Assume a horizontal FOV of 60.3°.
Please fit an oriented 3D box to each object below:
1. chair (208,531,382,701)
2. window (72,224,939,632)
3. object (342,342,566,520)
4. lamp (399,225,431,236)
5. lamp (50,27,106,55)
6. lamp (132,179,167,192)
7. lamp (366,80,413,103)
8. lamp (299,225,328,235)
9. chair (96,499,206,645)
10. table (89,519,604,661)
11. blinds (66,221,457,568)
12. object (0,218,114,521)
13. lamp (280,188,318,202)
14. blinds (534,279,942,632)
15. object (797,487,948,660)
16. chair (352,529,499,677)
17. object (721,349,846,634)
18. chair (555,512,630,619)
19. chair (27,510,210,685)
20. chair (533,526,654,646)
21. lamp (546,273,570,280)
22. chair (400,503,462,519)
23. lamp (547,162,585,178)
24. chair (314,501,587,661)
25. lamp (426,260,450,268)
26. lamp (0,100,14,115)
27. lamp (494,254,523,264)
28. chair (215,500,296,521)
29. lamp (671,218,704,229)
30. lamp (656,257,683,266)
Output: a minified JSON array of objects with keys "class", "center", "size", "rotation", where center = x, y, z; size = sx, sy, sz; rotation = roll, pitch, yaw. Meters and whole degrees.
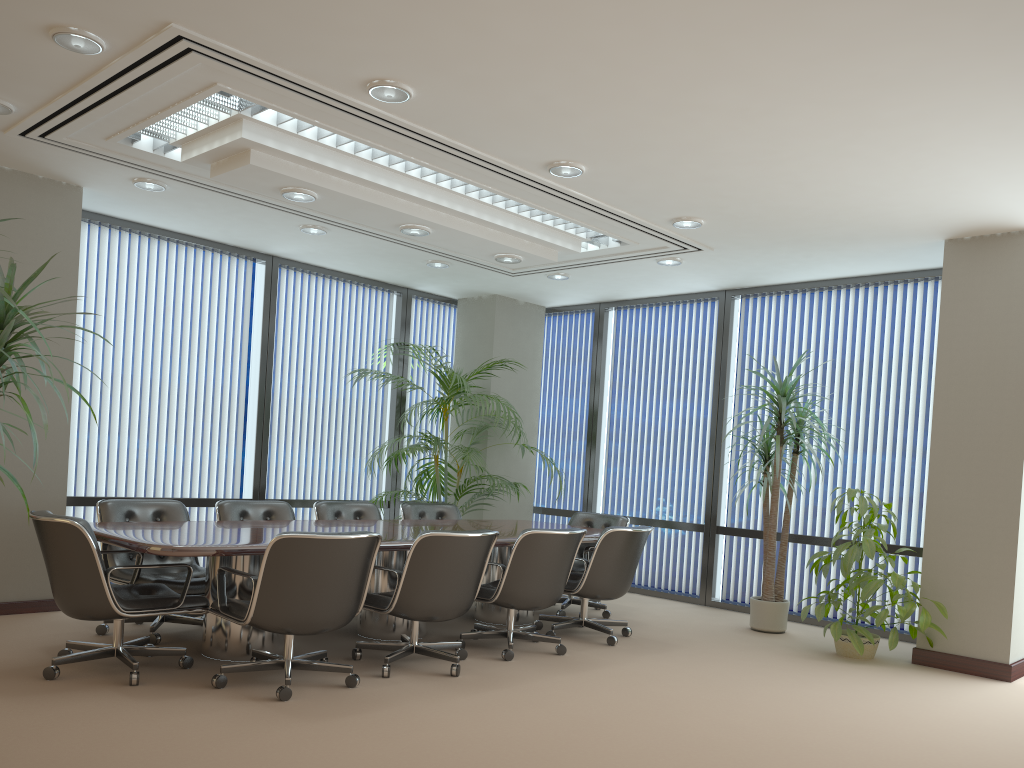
[{"class":"chair","center":[-1.177,1.187,4.736],"size":[0.756,0.859,0.855],"rotation":[5,-3,-43]},{"class":"window","center":[-0.067,0.522,8.772],"size":[7.372,2.914,3.540],"rotation":[4,-3,-1]},{"class":"object","center":[-0.647,0.766,8.814],"size":[2.172,2.479,2.085],"rotation":[4,-2,-26]},{"class":"lamp","center":[-0.678,-1.069,6.178],"size":[0.225,0.035,0.225],"rotation":[6,-5,-22]},{"class":"lamp","center":[-1.948,-1.533,3.956],"size":[0.226,0.035,0.225],"rotation":[8,-7,-43]},{"class":"lamp","center":[-2.513,-1.376,6.119],"size":[0.226,0.035,0.225],"rotation":[6,-6,-29]},{"class":"lamp","center":[-0.596,-1.419,4.300],"size":[0.224,0.035,0.226],"rotation":[0,-6,33]},{"class":"lamp","center":[-1.595,-1.232,7.090],"size":[0.225,0.035,0.225],"rotation":[6,-5,-22]},{"class":"chair","center":[-2.307,1.217,5.851],"size":[0.850,0.859,0.762],"rotation":[2,-2,39]},{"class":"table","center":[-0.830,1.397,6.242],"size":[1.504,0.749,4.089],"rotation":[0,-6,43]},{"class":"blinds","center":[-1.966,0.391,8.700],"size":[0.031,2.907,4.918],"rotation":[4,-2,44]},{"class":"object","center":[-1.675,0.278,2.514],"size":[0.804,1.833,0.819],"rotation":[4,0,19]},{"class":"lamp","center":[-1.327,-1.170,5.492],"size":[0.226,0.035,0.225],"rotation":[6,-6,-29]},{"class":"blinds","center":[1.778,0.630,8.783],"size":[4.920,2.908,0.051],"rotation":[0,-2,44]},{"class":"object","center":[2.616,1.425,6.442],"size":[0.978,1.313,0.858],"rotation":[3,-1,14]},{"class":"chair","center":[-0.539,1.281,5.345],"size":[0.850,0.859,0.762],"rotation":[2,-3,44]},{"class":"object","center":[2.201,0.900,7.271],"size":[1.015,2.315,1.034],"rotation":[4,0,19]},{"class":"chair","center":[0.569,1.556,7.669],"size":[0.757,0.859,0.856],"rotation":[2,-3,44]},{"class":"chair","center":[-2.159,1.131,4.786],"size":[0.757,0.859,0.856],"rotation":[2,-3,44]},{"class":"chair","center":[0.581,1.461,6.587],"size":[0.850,0.859,0.738],"rotation":[2,-2,39]},{"class":"lamp","center":[0.432,-1.003,8.258],"size":[0.226,0.035,0.225],"rotation":[7,-6,-36]},{"class":"chair","center":[-0.556,1.489,7.698],"size":[0.762,0.859,0.850],"rotation":[5,-2,-41]},{"class":"lamp","center":[0.322,-1.276,5.270],"size":[0.225,0.035,0.225],"rotation":[6,-5,-22]},{"class":"chair","center":[-0.563,1.385,6.537],"size":[2.523,0.857,0.762],"rotation":[-1,-4,43]},{"class":"lamp","center":[-0.677,-1.089,8.061],"size":[0.225,0.035,0.225],"rotation":[6,-5,-22]},{"class":"lamp","center":[-2.838,-1.513,4.801],"size":[0.226,0.035,0.225],"rotation":[6,-6,-29]},{"class":"lamp","center":[-0.029,-0.968,6.864],"size":[0.225,0.035,0.225],"rotation":[6,-5,-22]},{"class":"chair","center":[-1.752,1.308,6.496],"size":[0.850,0.859,0.762],"rotation":[2,-3,44]},{"class":"lamp","center":[1.240,-1.133,6.241],"size":[0.225,0.035,0.225],"rotation":[6,-5,-22]},{"class":"lamp","center":[1.322,-1.023,7.413],"size":[0.224,0.035,0.226],"rotation":[0,-6,33]}]
